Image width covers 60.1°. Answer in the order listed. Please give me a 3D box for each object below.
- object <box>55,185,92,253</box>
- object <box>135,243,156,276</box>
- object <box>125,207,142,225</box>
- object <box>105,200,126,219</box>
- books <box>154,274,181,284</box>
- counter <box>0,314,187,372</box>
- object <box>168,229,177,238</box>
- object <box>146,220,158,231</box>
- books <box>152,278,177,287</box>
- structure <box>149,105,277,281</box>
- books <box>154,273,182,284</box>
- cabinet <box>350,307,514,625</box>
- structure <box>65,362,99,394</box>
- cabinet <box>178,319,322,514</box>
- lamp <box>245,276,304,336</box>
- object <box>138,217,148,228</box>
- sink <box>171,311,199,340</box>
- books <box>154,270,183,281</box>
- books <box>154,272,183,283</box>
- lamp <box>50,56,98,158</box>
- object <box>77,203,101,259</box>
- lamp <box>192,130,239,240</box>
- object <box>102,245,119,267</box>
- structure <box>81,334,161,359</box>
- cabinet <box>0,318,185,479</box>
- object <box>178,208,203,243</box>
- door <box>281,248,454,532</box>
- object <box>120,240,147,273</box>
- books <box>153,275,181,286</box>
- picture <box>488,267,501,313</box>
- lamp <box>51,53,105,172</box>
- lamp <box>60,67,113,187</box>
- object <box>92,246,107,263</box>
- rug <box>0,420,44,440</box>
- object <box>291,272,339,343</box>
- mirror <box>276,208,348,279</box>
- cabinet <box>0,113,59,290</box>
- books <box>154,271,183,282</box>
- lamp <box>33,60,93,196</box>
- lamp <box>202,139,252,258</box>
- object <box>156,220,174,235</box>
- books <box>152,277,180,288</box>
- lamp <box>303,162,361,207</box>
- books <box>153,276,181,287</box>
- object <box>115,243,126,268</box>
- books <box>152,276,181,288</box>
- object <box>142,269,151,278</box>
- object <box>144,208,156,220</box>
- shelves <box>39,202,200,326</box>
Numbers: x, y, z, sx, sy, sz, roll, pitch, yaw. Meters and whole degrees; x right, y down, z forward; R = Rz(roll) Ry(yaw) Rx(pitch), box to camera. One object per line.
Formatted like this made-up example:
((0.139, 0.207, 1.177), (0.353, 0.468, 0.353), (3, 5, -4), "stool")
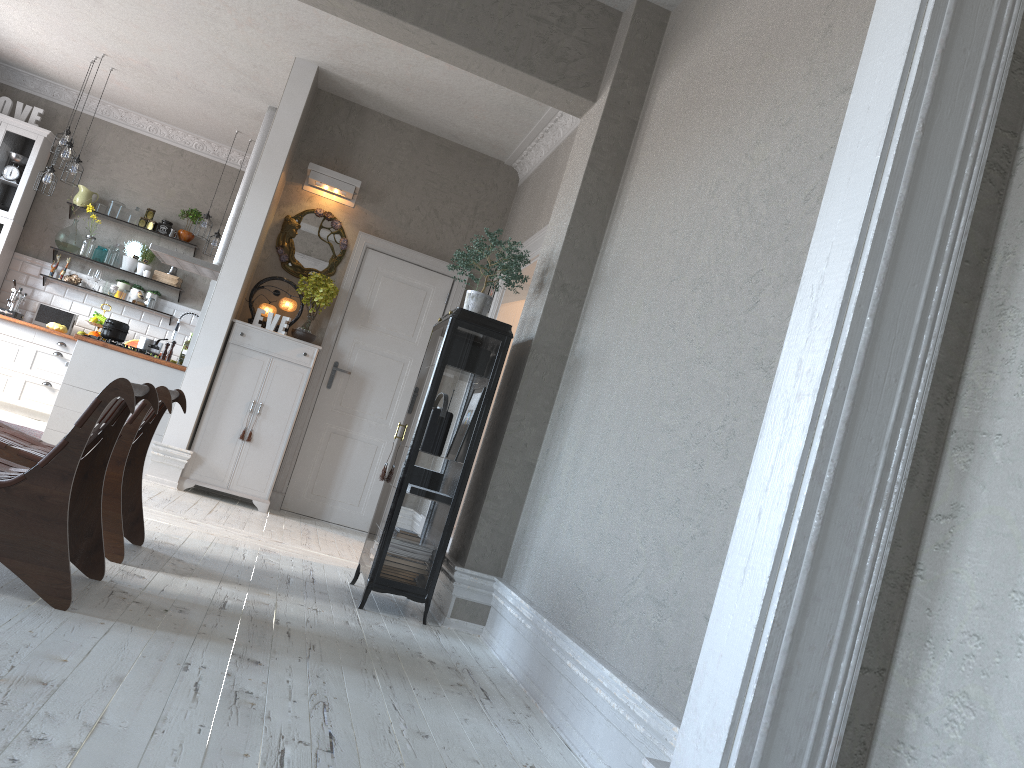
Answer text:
((-4.516, -1.694, 9.141), (0.331, 0.675, 0.341), (11, -9, 44), "object")
((-3.866, -1.319, 9.363), (0.166, 0.380, 0.187), (12, -8, 37), "object")
((-4.020, -1.780, 9.434), (0.137, 0.220, 0.142), (12, -8, 36), "object")
((-4.169, -1.821, 9.296), (0.169, 0.185, 0.174), (14, -7, 25), "object")
((-3.672, -1.118, 9.440), (0.263, 0.011, 0.156), (18, -6, -11), "books")
((-4.210, -0.533, 7.621), (3.192, 0.039, 3.353), (18, -6, -14), "counter")
((-3.590, -1.592, 9.392), (0.094, 0.096, 0.074), (18, -6, -13), "object")
((-3.817, -1.670, 9.380), (0.083, 0.113, 0.082), (17, -6, -4), "object")
((-3.688, -1.065, 9.434), (0.263, 0.011, 0.156), (18, -6, -11), "books")
((-2.536, -1.762, 7.876), (0.720, 1.598, 0.704), (18, -7, -14), "structure")
((-3.669, -1.128, 9.442), (0.263, 0.011, 0.156), (18, -6, -8), "books")
((-0.413, 0.381, 4.428), (0.351, 1.473, 0.611), (18, -7, -13), "cabinet")
((-2.984, 0.075, 6.611), (0.624, 0.624, 0.615), (18, -6, -14), "structure")
((-1.962, 0.243, 6.661), (0.673, 1.299, 0.379), (18, -7, -14), "cabinet")
((-1.840, -0.555, 6.821), (0.452, 0.559, 0.171), (18, -6, -7), "lamp")
((-3.899, -1.696, 9.362), (0.083, 0.113, 0.082), (18, -6, -14), "object")
((-2.897, -0.303, 7.317), (0.533, 0.721, 0.480), (18, -6, -14), "sink")
((-3.659, -1.158, 9.445), (0.263, 0.011, 0.156), (18, -6, -8), "books")
((-3.666, -1.138, 9.443), (0.261, 0.016, 0.157), (17, -6, -2), "books")
((-3.771, -2.850, 7.957), (0.149, 1.737, 0.144), (20, -7, -27), "lamp")
((-4.363, -1.577, 9.135), (0.194, 0.540, 0.276), (19, -7, -21), "object")
((-2.849, -2.282, 8.893), (0.145, 1.737, 0.148), (15, -7, 18), "lamp")
((-4.179, -1.334, 9.236), (0.124, 0.206, 0.125), (16, -6, 9), "object")
((-2.904, -0.279, 6.650), (0.501, 0.032, 0.599), (18, -6, -13), "structure")
((-3.944, 0.001, 7.831), (4.117, 0.855, 2.022), (13, -7, 32), "cabinet")
((-3.446, -1.696, 9.490), (0.259, 0.397, 0.242), (16, -6, 11), "object")
((-1.142, 0.051, 7.136), (0.759, 2.186, 0.079), (19, -7, -15), "door")
((-4.005, -1.346, 9.378), (0.244, 0.354, 0.234), (16, -6, 4), "object")
((-3.675, -1.107, 9.439), (0.263, 0.011, 0.156), (18, -6, -8), "books")
((-0.154, -0.759, 7.115), (0.012, 0.417, 0.279), (18, -6, -13), "picture")
((-3.682, -2.702, 7.814), (0.144, 1.737, 0.149), (13, -8, 33), "lamp")
((-3.759, -2.640, 8.113), (0.149, 1.737, 0.144), (20, -7, -27), "lamp")
((-4.320, -1.353, 9.288), (0.127, 0.172, 0.125), (18, -6, -10), "object")
((-3.854, 0.368, 6.860), (0.743, 0.014, 1.275), (18, -6, -13), "rug")
((-1.528, -0.582, 6.829), (0.293, 0.554, 0.344), (15, -7, 20), "object")
((-1.588, -1.117, 7.043), (0.538, 0.594, 0.070), (18, -7, -15), "mirror")
((-5.348, -1.745, 8.838), (0.888, 1.923, 0.383), (19, -7, -14), "cabinet")
((-3.662, -1.148, 9.444), (0.262, 0.016, 0.157), (17, -6, -5), "books")
((-3.969, -2.543, 8.054), (0.143, 1.737, 0.149), (11, -9, 43), "lamp")
((-2.796, -2.122, 9.041), (0.149, 1.737, 0.143), (23, -9, -41), "lamp")
((-3.706, -1.660, 9.463), (0.143, 0.174, 0.140), (18, -6, -14), "object")
((-3.684, -1.076, 9.436), (0.263, 0.011, 0.156), (18, -6, -8), "books")
((-1.426, -1.575, 7.021), (0.420, 0.171, 0.217), (18, -6, -14), "lamp")
((-3.678, -1.097, 9.438), (0.262, 0.016, 0.157), (17, -6, -5), "books")
((-4.185, -1.350, 9.389), (0.132, 0.264, 0.130), (18, -6, -8), "object")
((-3.681, -1.087, 9.437), (0.261, 0.016, 0.157), (17, -6, -2), "books")
((-3.833, -1.155, 9.301), (0.105, 0.071, 0.063), (15, -6, 16), "object")
((-3.832, -1.793, 9.371), (0.084, 0.113, 0.081), (21, -7, -33), "object")
((-4.117, -1.230, 9.311), (1.329, 0.924, 0.226), (18, -7, -14), "shelves")
